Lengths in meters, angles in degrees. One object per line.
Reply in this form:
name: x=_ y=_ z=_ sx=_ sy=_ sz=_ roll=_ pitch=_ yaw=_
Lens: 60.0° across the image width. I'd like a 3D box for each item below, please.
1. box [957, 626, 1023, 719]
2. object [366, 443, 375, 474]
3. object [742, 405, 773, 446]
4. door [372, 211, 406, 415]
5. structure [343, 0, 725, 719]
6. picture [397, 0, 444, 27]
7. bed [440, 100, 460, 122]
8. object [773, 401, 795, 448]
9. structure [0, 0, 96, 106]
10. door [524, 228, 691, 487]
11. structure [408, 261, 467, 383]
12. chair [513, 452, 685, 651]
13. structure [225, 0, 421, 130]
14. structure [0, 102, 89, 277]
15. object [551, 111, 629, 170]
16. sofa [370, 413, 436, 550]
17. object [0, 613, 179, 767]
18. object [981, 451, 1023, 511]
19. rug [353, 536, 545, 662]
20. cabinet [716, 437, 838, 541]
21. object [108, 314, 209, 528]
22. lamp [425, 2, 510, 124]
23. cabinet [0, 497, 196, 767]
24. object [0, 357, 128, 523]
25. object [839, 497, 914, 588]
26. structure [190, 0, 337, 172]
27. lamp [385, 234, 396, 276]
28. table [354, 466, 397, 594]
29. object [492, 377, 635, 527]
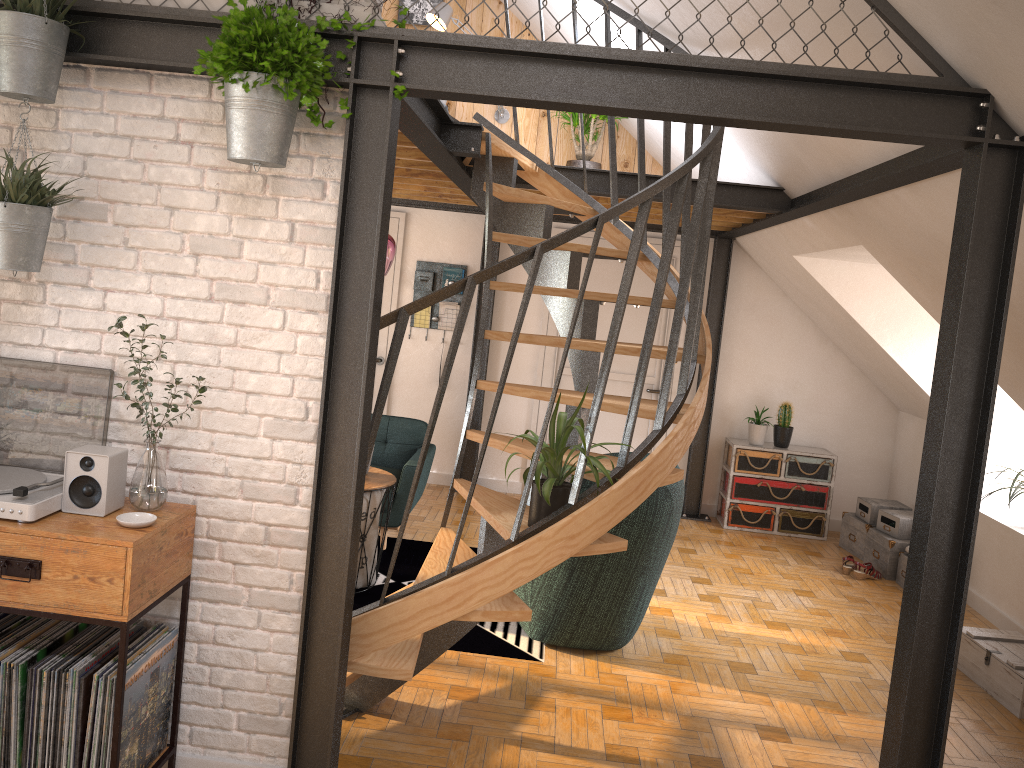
box: x=2.568 y=1.456 z=4.507 sx=0.376 sy=0.217 sz=0.644 roll=6 pitch=6 yaw=-2
object: x=-0.883 y=0.372 z=5.151 sx=0.190 sy=0.294 sz=0.173 roll=4 pitch=5 yaw=-23
object: x=2.007 y=0.333 z=7.239 sx=0.234 sy=0.329 sz=0.214 roll=7 pitch=5 yaw=9
door: x=-1.621 y=-0.385 z=7.636 sx=1.200 sy=2.293 sz=0.088 roll=6 pitch=4 yaw=3
structure: x=0.103 y=-0.529 z=3.964 sx=1.630 sy=3.807 sz=2.252 roll=7 pitch=5 yaw=18
picture: x=-0.750 y=-3.244 z=7.385 sx=0.381 sy=0.505 sz=0.011 roll=6 pitch=4 yaw=3
bed: x=-1.334 y=-2.096 z=6.359 sx=2.122 sy=1.018 sz=2.297 roll=6 pitch=6 yaw=3
object: x=2.222 y=0.319 z=7.249 sx=0.168 sy=0.400 sz=0.170 roll=3 pitch=5 yaw=-36
structure: x=-1.480 y=-1.152 z=2.689 sx=0.384 sy=0.605 sz=0.350 roll=3 pitch=6 yaw=-34
door: x=0.815 y=-0.114 z=7.508 sx=1.200 sy=2.293 sz=0.088 roll=6 pitch=4 yaw=3
structure: x=-0.656 y=-0.497 z=7.565 sx=0.442 sy=1.073 sz=0.099 roll=6 pitch=4 yaw=3
chair: x=0.408 y=0.839 z=4.680 sx=0.900 sy=0.961 sz=0.901 roll=5 pitch=5 yaw=-12
structure: x=-0.541 y=-1.726 z=2.753 sx=1.305 sy=1.865 sz=0.459 roll=6 pitch=4 yaw=0
structure: x=-1.526 y=-0.599 z=2.738 sx=0.360 sy=0.533 sz=0.385 roll=7 pitch=5 yaw=13
object: x=0.558 y=-1.965 z=6.954 sx=0.736 sy=1.045 sz=0.789 roll=10 pitch=6 yaw=42
sofa: x=-1.561 y=0.562 z=6.067 sx=1.974 sy=0.780 sz=0.827 roll=6 pitch=5 yaw=3
object: x=-1.786 y=1.014 z=2.768 sx=1.313 sy=0.573 sz=0.406 roll=6 pitch=5 yaw=3
object: x=3.330 y=0.619 z=5.488 sx=1.019 sy=0.582 sz=0.923 roll=8 pitch=6 yaw=21
rug: x=-1.531 y=1.060 z=5.201 sx=3.501 sy=0.010 sz=1.706 roll=6 pitch=6 yaw=3
cabinet: x=2.173 y=0.859 z=7.312 sx=0.834 sy=0.694 sz=0.380 roll=6 pitch=5 yaw=3
object: x=-1.142 y=0.093 z=2.723 sx=0.296 sy=0.619 sz=0.291 roll=7 pitch=5 yaw=18
lamp: x=-0.362 y=-2.595 z=7.191 sx=0.849 sy=0.811 sz=0.195 roll=2 pitch=6 yaw=-40
cabinet: x=-1.723 y=0.828 z=2.739 sx=1.265 sy=0.961 sz=0.457 roll=6 pitch=4 yaw=3
object: x=-1.591 y=0.148 z=2.731 sx=0.787 sy=0.413 sz=0.416 roll=6 pitch=5 yaw=3
object: x=2.719 y=1.142 z=6.517 sx=0.697 sy=0.428 sz=1.159 roll=6 pitch=6 yaw=3
structure: x=-0.739 y=-0.961 z=2.642 sx=0.439 sy=0.650 sz=0.423 roll=9 pitch=6 yaw=33
lamp: x=-0.964 y=-0.878 z=5.083 sx=0.492 sy=1.010 sz=0.617 roll=10 pitch=6 yaw=43
table: x=-1.024 y=0.780 z=5.074 sx=0.684 sy=0.684 sz=0.681 roll=11 pitch=7 yaw=42
object: x=0.149 y=0.250 z=3.375 sx=0.527 sy=0.590 sz=0.459 roll=5 pitch=5 yaw=-10
